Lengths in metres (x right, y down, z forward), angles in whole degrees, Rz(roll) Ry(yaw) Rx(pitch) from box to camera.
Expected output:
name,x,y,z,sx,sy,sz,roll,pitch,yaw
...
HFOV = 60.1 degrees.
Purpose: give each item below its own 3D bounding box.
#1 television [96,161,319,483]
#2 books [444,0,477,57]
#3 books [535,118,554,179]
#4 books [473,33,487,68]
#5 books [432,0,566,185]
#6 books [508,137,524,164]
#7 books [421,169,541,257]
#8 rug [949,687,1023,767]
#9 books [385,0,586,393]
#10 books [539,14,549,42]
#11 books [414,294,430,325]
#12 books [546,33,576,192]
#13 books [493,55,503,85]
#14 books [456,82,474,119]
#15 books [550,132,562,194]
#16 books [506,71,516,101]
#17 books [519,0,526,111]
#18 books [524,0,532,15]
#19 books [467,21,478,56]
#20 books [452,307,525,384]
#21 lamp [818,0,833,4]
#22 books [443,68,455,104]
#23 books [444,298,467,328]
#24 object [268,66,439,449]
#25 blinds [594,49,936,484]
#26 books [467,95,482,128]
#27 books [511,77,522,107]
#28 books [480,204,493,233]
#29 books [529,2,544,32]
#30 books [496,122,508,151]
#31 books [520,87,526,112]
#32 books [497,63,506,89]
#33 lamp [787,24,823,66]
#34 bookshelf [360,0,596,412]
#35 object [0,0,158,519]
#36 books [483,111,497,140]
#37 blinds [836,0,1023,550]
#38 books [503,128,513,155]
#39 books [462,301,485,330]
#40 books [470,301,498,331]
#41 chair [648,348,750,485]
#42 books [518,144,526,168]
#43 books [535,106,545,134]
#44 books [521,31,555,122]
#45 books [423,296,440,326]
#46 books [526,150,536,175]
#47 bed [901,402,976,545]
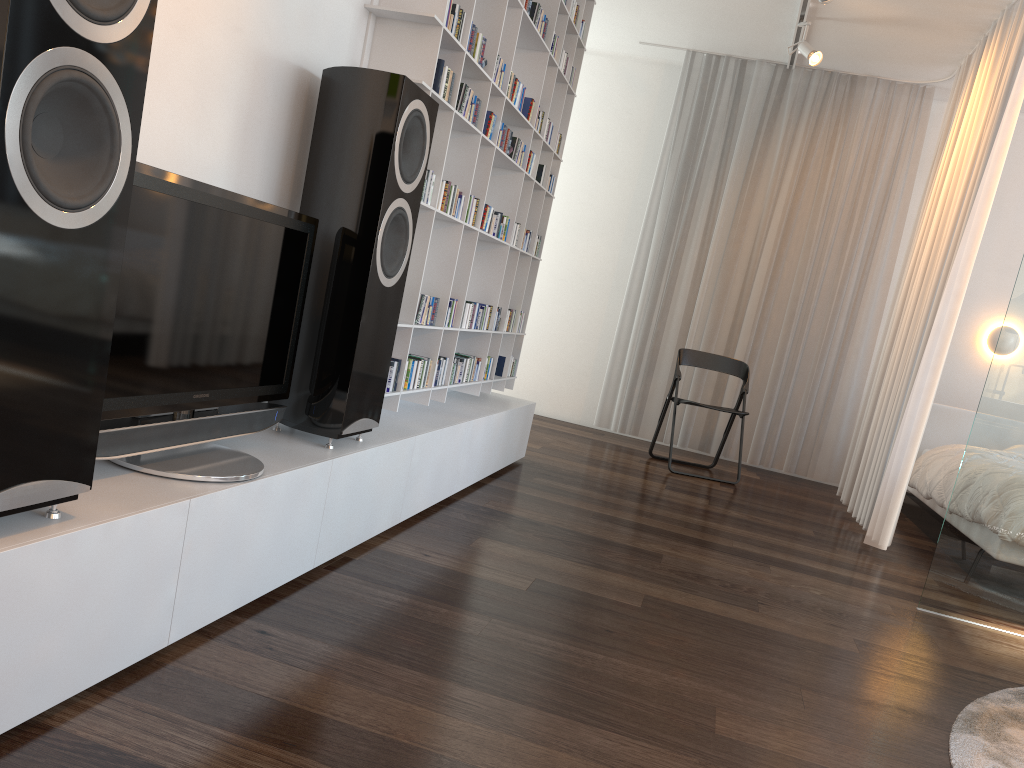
name,x,y,z,sx,sy,sz,roll,pitch,yaw
television,-0.670,-0.120,1.938,0.342,0.607,0.788,17,8,31
books,-0.207,-1.159,2.863,0.101,0.105,0.381,14,6,13
books,0.107,-1.126,4.251,0.114,0.303,0.229,14,8,13
books,-0.138,-1.169,3.142,0.089,0.107,0.162,14,7,13
books,-0.010,-1.369,3.493,0.114,0.866,1.743,14,6,13
books,-0.013,-1.014,3.843,0.089,0.109,0.117,14,7,12
books,-0.133,-0.690,3.691,0.114,0.115,1.913,14,5,13
rug,2.308,1.198,1.563,2.842,0.012,2.806,11,5,-8
books,-0.086,-0.903,3.667,0.114,1.839,1.940,14,7,13
books,0.095,-1.516,3.771,0.099,0.105,0.131,13,7,11
books,-0.358,-0.273,3.158,0.089,0.109,0.117,14,7,12
books,0.152,-1.287,4.271,0.114,0.633,0.565,14,8,13
books,-0.098,-1.178,3.305,0.089,0.109,0.117,14,7,12
books,-0.200,-0.985,3.077,0.089,0.109,0.117,14,7,12
books,0.165,-1.135,4.489,0.114,0.303,0.182,14,8,12
books,-0.045,-1.186,3.522,0.089,0.110,0.073,14,8,12
books,-0.008,-1.346,3.521,0.100,0.436,0.348,14,8,12
books,0.026,-1.505,3.487,0.089,0.105,0.073,14,8,12
books,-0.180,-1.164,2.973,0.099,0.105,0.131,13,7,11
books,-0.132,-0.202,4.219,0.114,0.352,1.127,14,6,13
lamp,1.460,-1.936,4.140,0.084,0.242,0.251,20,11,42
books,-0.195,-0.983,3.100,0.089,0.107,0.500,14,6,13
books,-0.265,-0.291,3.550,0.099,0.114,0.266,14,6,11
object,-0.472,-0.336,2.504,0.279,1.013,0.293,14,9,12
blinds,1.749,-0.819,6.248,1.800,2.765,0.152,14,9,14
books,-0.174,-0.986,3.189,0.099,0.105,0.131,13,7,11
books,-0.022,-1.192,3.615,0.089,0.109,0.117,14,7,12
books,-0.142,-0.688,3.642,0.089,0.109,0.117,14,7,12
books,0.068,-1.512,3.659,0.089,0.109,0.117,14,7,12
books,-0.081,-1.002,3.570,0.099,0.105,0.131,13,7,11
books,-0.030,-1.347,3.425,0.100,0.443,0.617,14,7,12
books,-0.071,-1.181,3.420,0.099,0.105,0.138,13,7,11
lamp,1.708,-1.977,5.156,0.085,0.242,0.247,3,11,-45
bookshelf,-0.125,-0.967,3.650,0.226,2.096,2.072,14,7,13
object,-0.767,-0.288,1.294,0.279,1.013,0.293,14,9,12
books,-0.112,-0.998,3.438,0.089,0.111,0.157,14,7,13
blinds,2.279,-0.572,4.855,0.153,2.764,1.797,14,8,15
books,-0.045,-1.007,3.716,0.089,0.107,0.162,14,7,13
books,-0.206,-0.301,3.796,0.114,0.114,0.233,14,6,13
books,-0.213,-0.300,3.767,0.114,0.113,0.760,14,5,13
chair,1.262,0.195,5.754,0.502,0.783,0.555,11,8,-7
books,0.014,-1.017,3.962,0.098,0.106,0.143,13,7,11
books,0.081,-1.209,4.042,0.101,0.114,0.231,14,6,13
books,0.088,-1.363,3.903,0.089,0.436,0.155,14,9,13
books,-0.332,-0.277,3.271,0.099,0.105,0.131,13,7,11
books,0.046,-1.024,4.087,0.089,0.109,0.117,14,7,12
bed,3.352,0.733,4.846,2.158,0.770,2.428,13,6,12
